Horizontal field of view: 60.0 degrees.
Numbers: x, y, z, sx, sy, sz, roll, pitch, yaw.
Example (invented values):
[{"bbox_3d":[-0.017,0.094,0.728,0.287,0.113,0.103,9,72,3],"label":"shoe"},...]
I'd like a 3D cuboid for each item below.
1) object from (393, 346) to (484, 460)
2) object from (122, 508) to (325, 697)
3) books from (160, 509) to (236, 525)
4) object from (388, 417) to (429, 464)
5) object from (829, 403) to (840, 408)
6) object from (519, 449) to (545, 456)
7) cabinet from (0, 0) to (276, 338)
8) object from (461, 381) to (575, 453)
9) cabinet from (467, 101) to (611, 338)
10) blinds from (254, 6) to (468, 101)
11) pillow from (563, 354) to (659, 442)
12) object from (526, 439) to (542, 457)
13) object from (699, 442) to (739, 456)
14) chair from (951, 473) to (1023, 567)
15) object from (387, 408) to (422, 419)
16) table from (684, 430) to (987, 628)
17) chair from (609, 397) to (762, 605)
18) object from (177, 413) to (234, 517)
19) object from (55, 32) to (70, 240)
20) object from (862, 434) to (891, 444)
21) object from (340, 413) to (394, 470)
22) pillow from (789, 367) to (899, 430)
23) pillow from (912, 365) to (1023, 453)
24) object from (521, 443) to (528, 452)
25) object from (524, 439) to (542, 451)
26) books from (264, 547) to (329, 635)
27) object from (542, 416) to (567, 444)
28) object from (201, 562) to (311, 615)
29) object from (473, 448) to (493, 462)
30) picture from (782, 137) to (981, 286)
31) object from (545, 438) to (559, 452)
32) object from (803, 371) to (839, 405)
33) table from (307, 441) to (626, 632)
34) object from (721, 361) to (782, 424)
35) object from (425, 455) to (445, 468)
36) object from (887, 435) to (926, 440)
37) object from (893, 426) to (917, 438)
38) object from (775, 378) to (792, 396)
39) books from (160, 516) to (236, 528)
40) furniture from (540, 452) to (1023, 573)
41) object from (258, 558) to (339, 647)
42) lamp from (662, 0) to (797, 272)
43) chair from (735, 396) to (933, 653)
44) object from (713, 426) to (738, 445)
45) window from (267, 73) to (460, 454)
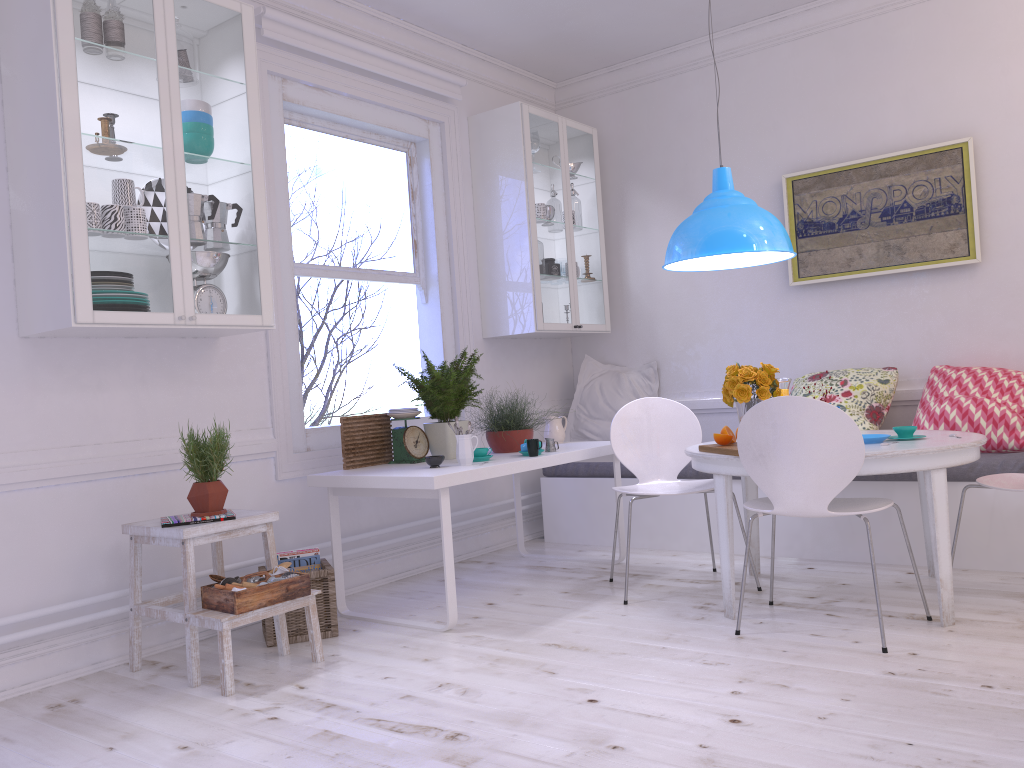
[{"bbox_3d":[-0.313,0.089,4.165,0.368,0.527,0.438,-4,0,37],"label":"object"},{"bbox_3d":[-1.050,0.754,3.207,0.599,0.534,0.418,-4,0,37],"label":"object"},{"bbox_3d":[-1.129,0.477,3.183,0.246,0.007,0.180,-4,0,-23],"label":"books"},{"bbox_3d":[-0.481,0.261,4.120,0.185,0.208,0.159,-4,0,37],"label":"object"},{"bbox_3d":[1.340,0.152,3.742,0.150,0.151,0.156,-4,0,41],"label":"object"},{"bbox_3d":[0.090,0.314,4.051,0.121,0.021,0.121,-4,0,-12],"label":"object"},{"bbox_3d":[-1.387,-0.850,3.362,0.425,1.311,0.823,-4,0,37],"label":"cabinet"},{"bbox_3d":[-0.013,0.167,4.391,0.668,0.367,0.531,-4,0,-28],"label":"object"},{"bbox_3d":[0.198,-0.953,5.446,0.425,1.311,0.823,-4,0,37],"label":"cabinet"},{"bbox_3d":[-0.730,-1.658,4.546,0.136,0.131,1.451,-4,0,37],"label":"blinds"},{"bbox_3d":[0.636,0.118,5.649,0.677,0.642,0.374,-4,0,8],"label":"pillow"},{"bbox_3d":[0.098,0.285,3.959,0.055,0.077,0.070,-4,0,-27],"label":"object"},{"bbox_3d":[0.890,0.246,3.393,0.224,0.024,0.347,-4,0,-13],"label":"object"},{"bbox_3d":[2.011,0.389,3.326,0.483,0.845,0.604,-4,0,-18],"label":"chair"},{"bbox_3d":[-0.500,0.136,4.123,0.164,0.047,0.163,-4,0,-3],"label":"object"},{"bbox_3d":[1.297,0.546,3.584,1.140,0.629,1.140,-4,0,-24],"label":"table"},{"bbox_3d":[0.706,0.481,3.965,0.604,0.845,0.483,-4,0,-7],"label":"chair"},{"bbox_3d":[-1.102,0.287,3.220,0.196,0.367,0.186,-4,0,-8],"label":"object"},{"bbox_3d":[-1.404,-0.849,3.375,0.376,0.651,0.811,-4,0,37],"label":"object"},{"bbox_3d":[1.359,0.214,3.427,0.196,0.023,0.196,-4,0,25],"label":"object"},{"bbox_3d":[-0.660,0.259,4.061,0.028,0.237,0.294,-4,0,37],"label":"object"},{"bbox_3d":[1.711,0.147,4.693,0.592,0.447,0.509,-4,0,42],"label":"pillow"},{"bbox_3d":[2.253,0.112,4.276,0.587,0.424,0.491,-4,0,40],"label":"pillow"},{"bbox_3d":[0.082,0.289,4.037,0.080,0.058,0.069,-4,0,10],"label":"object"},{"bbox_3d":[0.094,0.282,4.073,0.082,0.059,0.069,-4,0,15],"label":"object"},{"bbox_3d":[-0.873,0.842,3.597,0.221,0.306,0.205,-4,0,-19],"label":"books"},{"bbox_3d":[0.227,0.242,4.750,0.115,0.152,0.127,-4,0,20],"label":"object"},{"bbox_3d":[-0.880,0.701,3.094,0.211,0.110,0.358,-4,0,40],"label":"object"},{"bbox_3d":[-0.144,0.313,3.924,0.121,0.055,0.121,-4,0,-12],"label":"object"},{"bbox_3d":[1.936,-0.894,4.724,0.971,0.629,0.020,-4,0,37],"label":"picture"},{"bbox_3d":[0.184,0.285,4.177,0.052,0.067,0.066,-4,0,38],"label":"object"},{"bbox_3d":[1.256,0.089,3.594,0.128,0.287,0.128,-4,0,39],"label":"object"},{"bbox_3d":[-0.109,0.649,4.177,0.736,0.619,1.514,-4,0,37],"label":"table"},{"bbox_3d":[0.977,0.077,3.604,0.235,0.351,0.234,-4,0,2],"label":"object"},{"bbox_3d":[-0.325,0.328,3.738,0.082,0.048,0.079,-4,0,-3],"label":"object"},{"bbox_3d":[1.525,0.209,3.435,0.147,0.011,0.147,-4,0,40],"label":"object"},{"bbox_3d":[1.523,0.188,3.435,0.088,0.043,0.088,-4,0,45],"label":"object"},{"bbox_3d":[1.163,0.107,3.788,0.094,0.267,0.116,-4,0,-26],"label":"object"},{"bbox_3d":[-1.128,0.486,3.183,0.246,0.011,0.180,-4,0,-23],"label":"books"},{"bbox_3d":[1.675,0.584,4.553,3.296,0.508,0.769,-4,0,37],"label":"furniture"},{"bbox_3d":[-0.867,0.876,3.584,0.276,0.270,0.276,-4,0,-19],"label":"object"},{"bbox_3d":[0.870,-1.498,3.843,0.568,1.948,0.568,-4,0,-19],"label":"lamp"},{"bbox_3d":[1.095,0.452,3.170,0.604,0.845,0.483,-4,0,37],"label":"chair"},{"bbox_3d":[0.862,0.199,3.401,0.129,0.075,0.285,-4,0,-17],"label":"object"},{"bbox_3d":[-0.799,-0.582,4.665,0.181,1.782,1.234,-4,0,37],"label":"window"}]
